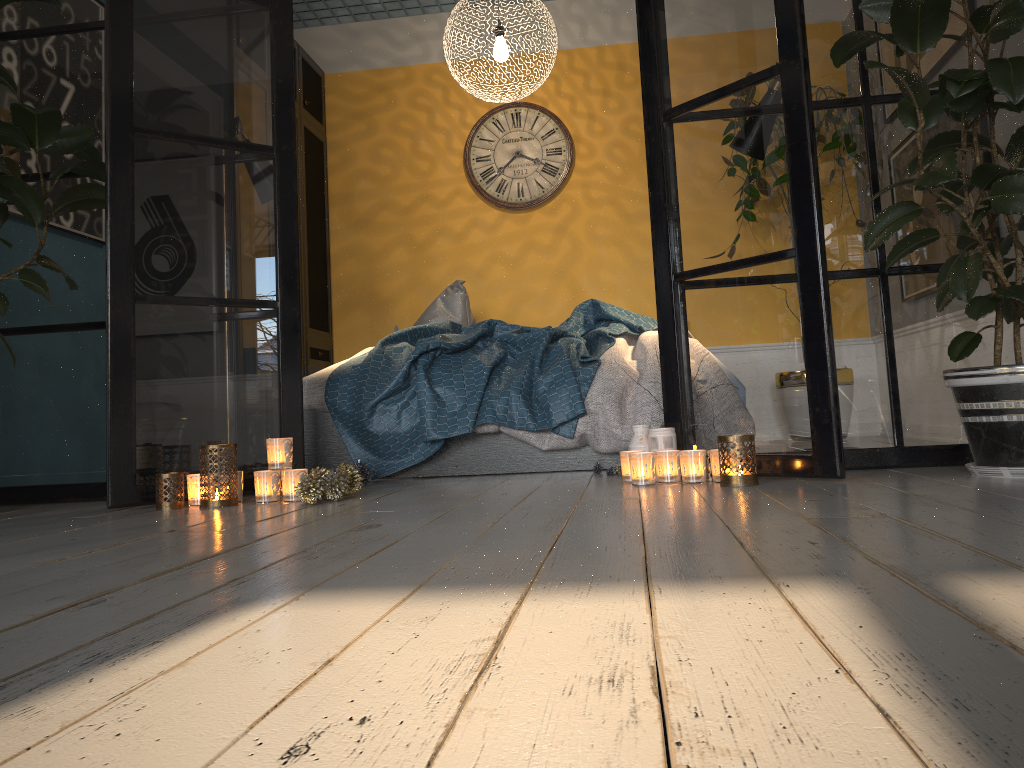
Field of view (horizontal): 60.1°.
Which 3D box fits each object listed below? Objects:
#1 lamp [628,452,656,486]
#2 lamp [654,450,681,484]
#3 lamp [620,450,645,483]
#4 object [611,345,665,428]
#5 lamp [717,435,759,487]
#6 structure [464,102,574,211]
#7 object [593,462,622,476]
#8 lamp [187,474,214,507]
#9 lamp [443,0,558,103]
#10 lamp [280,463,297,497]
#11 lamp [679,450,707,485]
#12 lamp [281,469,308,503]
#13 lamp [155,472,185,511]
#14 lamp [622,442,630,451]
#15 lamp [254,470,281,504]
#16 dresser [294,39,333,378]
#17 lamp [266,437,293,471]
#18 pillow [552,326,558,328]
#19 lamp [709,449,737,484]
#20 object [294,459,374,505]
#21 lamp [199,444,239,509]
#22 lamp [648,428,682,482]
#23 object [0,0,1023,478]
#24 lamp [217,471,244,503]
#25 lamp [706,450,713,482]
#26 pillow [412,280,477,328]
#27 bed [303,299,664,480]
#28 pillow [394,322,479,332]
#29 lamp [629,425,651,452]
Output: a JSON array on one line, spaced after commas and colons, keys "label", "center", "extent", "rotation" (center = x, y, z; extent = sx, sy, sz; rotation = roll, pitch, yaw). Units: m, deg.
[{"label": "lamp", "center": [0.395, 0.257, 2.676], "extent": [0.080, 0.099, 0.080], "rotation": [1, -6, -42]}, {"label": "lamp", "center": [0.479, 0.254, 2.709], "extent": [0.080, 0.099, 0.080], "rotation": [1, -6, -42]}, {"label": "lamp", "center": [0.385, 0.263, 2.808], "extent": [0.081, 0.099, 0.080], "rotation": [-1, -5, -28]}, {"label": "object", "center": [0.620, 0.054, 3.149], "extent": [0.278, 0.525, 0.435], "rotation": [2, -6, -42]}, {"label": "lamp", "center": [0.643, 0.218, 2.523], "extent": [0.107, 0.142, 0.107], "rotation": [0, -5, -29]}, {"label": "structure", "center": [0.042, -1.501, 5.805], "extent": [0.726, 0.729, 0.070], "rotation": [-3, -6, 7]}, {"label": "object", "center": [0.372, 0.305, 3.161], "extent": [0.087, 0.054, 0.324], "rotation": [-1, -3, -29]}, {"label": "lamp", "center": [-0.969, 0.330, 2.753], "extent": [0.080, 0.099, 0.080], "rotation": [1, -6, -42]}, {"label": "lamp", "center": [-0.074, -2.060, 4.765], "extent": [0.616, 1.103, 0.613], "rotation": [2, -7, -42]}, {"label": "lamp", "center": [-0.762, 0.324, 2.977], "extent": [0.081, 0.107, 0.080], "rotation": [-3, -5, 7]}, {"label": "lamp", "center": [0.544, 0.249, 2.652], "extent": [0.080, 0.099, 0.080], "rotation": [1, -6, -42]}, {"label": "lamp", "center": [-0.669, 0.314, 2.725], "extent": [0.080, 0.099, 0.080], "rotation": [1, -6, -42]}, {"label": "lamp", "center": [-1.043, 0.328, 2.700], "extent": [0.084, 0.111, 0.084], "rotation": [-2, -5, -17]}, {"label": "lamp", "center": [0.463, 0.259, 3.157], "extent": [0.108, 0.132, 0.095], "rotation": [-1, -5, -22]}, {"label": "lamp", "center": [-0.758, 0.319, 2.744], "extent": [0.080, 0.099, 0.080], "rotation": [1, -6, -42]}, {"label": "dresser", "center": [-1.600, -0.826, 5.239], "extent": [0.637, 2.634, 1.424], "rotation": [-4, -5, 7]}, {"label": "lamp", "center": [-0.720, 0.218, 2.743], "extent": [0.080, 0.099, 0.080], "rotation": [1, -6, -42]}, {"label": "pillow", "center": [0.303, -0.224, 4.911], "extent": [0.593, 0.228, 0.482], "rotation": [-1, -3, -34]}, {"label": "lamp", "center": [0.628, 0.243, 2.620], "extent": [0.080, 0.099, 0.080], "rotation": [1, -6, -42]}, {"label": "object", "center": [-0.570, 0.314, 2.914], "extent": [0.192, 0.118, 0.713], "rotation": [-3, -2, -4]}, {"label": "lamp", "center": [-0.895, 0.279, 2.700], "extent": [0.115, 0.188, 0.114], "rotation": [-3, -5, 6]}, {"label": "lamp", "center": [0.484, 0.225, 2.820], "extent": [0.089, 0.167, 0.092], "rotation": [0, -6, -26]}, {"label": "object", "center": [-0.207, -0.566, 2.611], "extent": [3.893, 1.807, 1.005], "rotation": [-3, -5, 7]}, {"label": "lamp", "center": [-0.891, 0.328, 2.802], "extent": [0.080, 0.099, 0.080], "rotation": [1, -6, -42]}, {"label": "lamp", "center": [0.609, 0.252, 2.728], "extent": [0.063, 0.091, 0.062], "rotation": [-2, -5, -11]}, {"label": "pillow", "center": [-0.396, -0.280, 5.006], "extent": [0.781, 0.603, 0.496], "rotation": [-4, -4, 13]}, {"label": "bed", "center": [0.126, -0.004, 4.478], "extent": [1.896, 0.775, 2.312], "rotation": [-3, -2, 8]}, {"label": "pillow", "center": [-0.337, -0.172, 5.412], "extent": [0.756, 0.458, 0.511], "rotation": [-2, -4, -21]}, {"label": "lamp", "center": [0.433, 0.226, 2.928], "extent": [0.092, 0.181, 0.092], "rotation": [-6, -6, 28]}]
